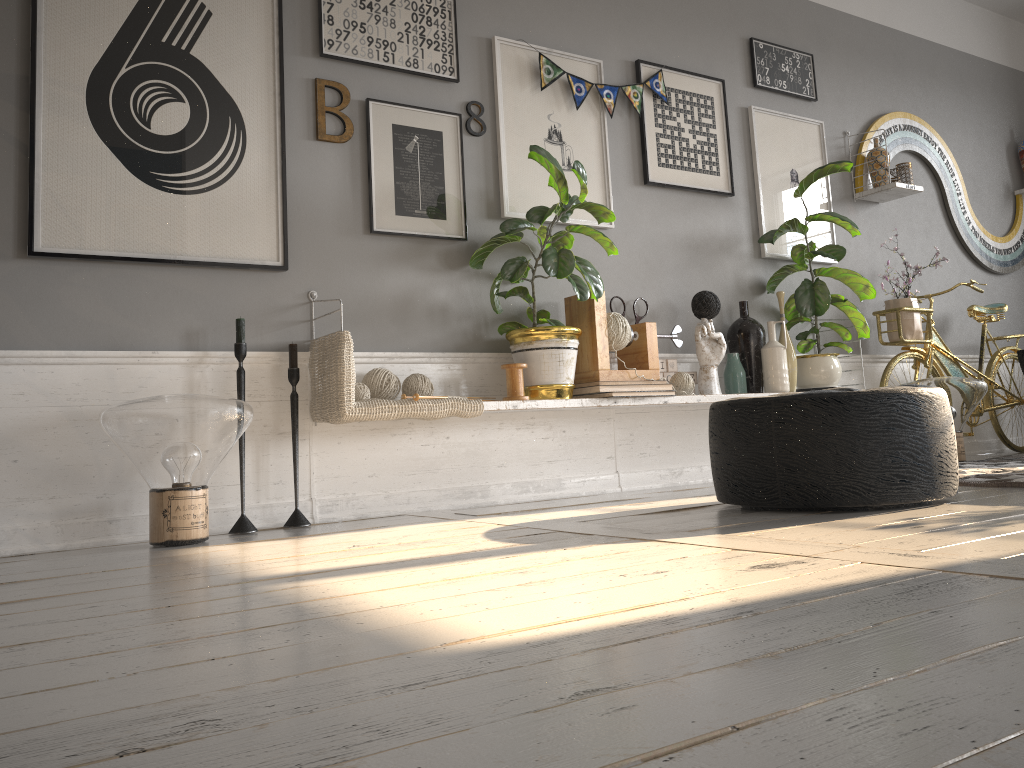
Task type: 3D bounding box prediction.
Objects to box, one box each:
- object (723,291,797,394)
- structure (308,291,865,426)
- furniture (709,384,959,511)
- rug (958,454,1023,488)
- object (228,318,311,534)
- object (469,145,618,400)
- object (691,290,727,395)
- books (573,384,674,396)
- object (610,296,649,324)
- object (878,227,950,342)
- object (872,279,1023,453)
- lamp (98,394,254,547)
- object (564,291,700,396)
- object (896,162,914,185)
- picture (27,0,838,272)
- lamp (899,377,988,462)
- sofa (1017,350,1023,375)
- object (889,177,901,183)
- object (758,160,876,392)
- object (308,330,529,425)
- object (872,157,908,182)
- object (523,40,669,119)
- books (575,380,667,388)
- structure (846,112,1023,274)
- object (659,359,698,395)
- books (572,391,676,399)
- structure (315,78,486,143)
[{"bbox_3d":[1.160,-0.195,4.165,0.331,0.492,0.284,-5,-6,17],"label":"object"},{"bbox_3d":[0.526,-0.126,3.782,2.775,0.490,0.306,-1,-6,-33],"label":"structure"},{"bbox_3d":[1.004,0.196,2.815,0.731,0.359,0.734,-7,-6,44],"label":"furniture"},{"bbox_3d":[2.624,0.293,3.139,1.769,0.034,2.511,-1,-4,-33],"label":"rug"},{"bbox_3d":[-0.807,0.125,2.934,0.279,0.706,0.091,2,-9,-40],"label":"object"},{"bbox_3d":[0.143,-0.419,3.476,0.543,0.971,0.509,-9,-8,42],"label":"object"},{"bbox_3d":[0.887,-0.185,4.007,0.155,0.487,0.135,1,-8,-33],"label":"object"},{"bbox_3d":[0.437,0.026,3.660,0.384,0.029,0.258,-1,-4,-32],"label":"books"},{"bbox_3d":[0.535,-0.159,3.931,0.221,0.467,0.019,1,-8,-32],"label":"object"},{"bbox_3d":[2.241,-0.545,4.856,0.488,0.646,0.251,-2,-7,-15],"label":"object"},{"bbox_3d":[2.593,-0.071,5.032,1.624,0.977,0.424,1,-7,-41],"label":"object"},{"bbox_3d":[-0.990,0.251,2.628,0.432,0.441,0.429,-2,-5,-11],"label":"lamp"},{"bbox_3d":[0.524,-0.156,3.751,0.545,0.443,0.237,0,-7,-33],"label":"object"},{"bbox_3d":[2.201,-1.163,4.959,0.085,0.141,0.085,2,-8,-40],"label":"object"},{"bbox_3d":[-0.252,-1.287,1.243,7.290,1.809,4.014,-1,-5,-33],"label":"picture"},{"bbox_3d":[2.187,0.185,4.487,0.432,0.441,0.429,-3,-5,-2],"label":"lamp"},{"bbox_3d":[3.778,-0.091,4.160,0.970,0.804,2.326,0,-5,-33],"label":"sofa"},{"bbox_3d":[2.181,-1.129,5.033,0.062,0.082,0.062,-7,-7,33],"label":"object"},{"bbox_3d":[1.515,-0.534,4.406,0.566,1.159,0.413,-4,-7,6],"label":"object"},{"bbox_3d":[-0.306,-0.020,3.202,0.784,0.309,0.327,-1,-6,-32],"label":"object"},{"bbox_3d":[2.085,-1.172,4.869,0.197,0.167,0.059,-3,-7,1],"label":"object"},{"bbox_3d":[0.397,-1.373,4.041,0.914,0.342,0.057,-1,-7,-33],"label":"object"},{"bbox_3d":[0.428,0.004,3.670,0.379,0.017,0.227,-1,-4,-36],"label":"books"},{"bbox_3d":[2.835,-1.192,5.444,2.021,0.963,0.265,-1,-7,-33],"label":"structure"},{"bbox_3d":[0.713,-0.022,3.981,0.265,0.175,0.078,-1,-7,-27],"label":"object"},{"bbox_3d":[0.446,0.050,3.668,0.368,0.021,0.294,-1,-4,-38],"label":"books"},{"bbox_3d":[-0.421,-1.041,3.497,0.739,0.265,0.024,-1,-7,-33],"label":"structure"}]
